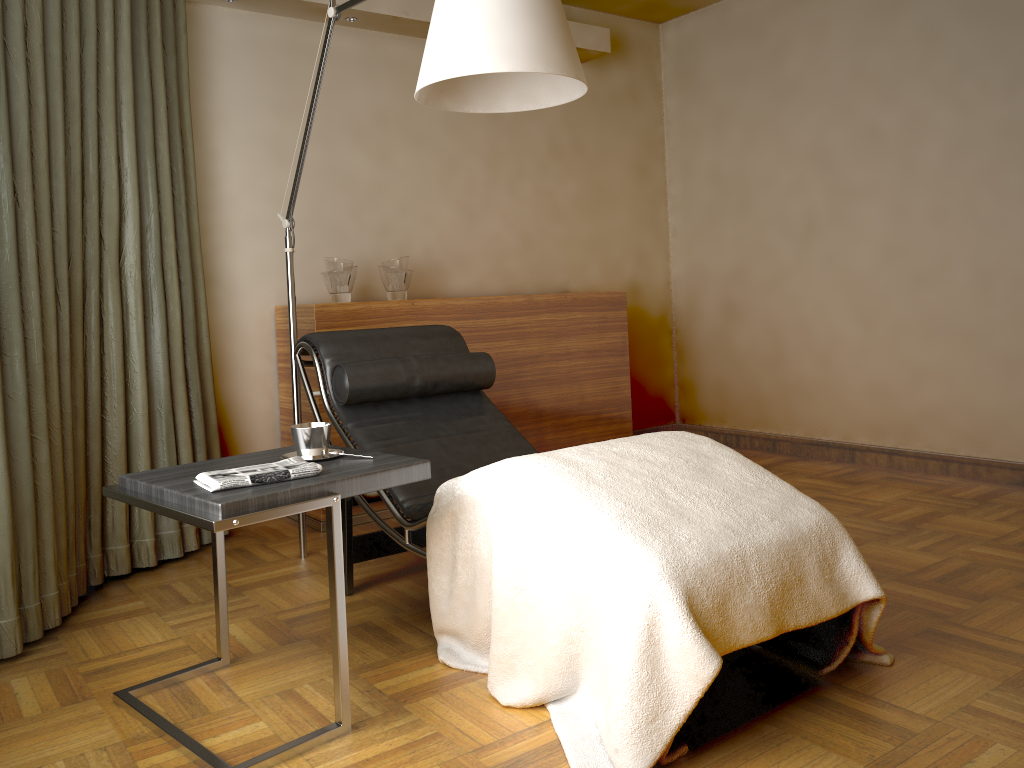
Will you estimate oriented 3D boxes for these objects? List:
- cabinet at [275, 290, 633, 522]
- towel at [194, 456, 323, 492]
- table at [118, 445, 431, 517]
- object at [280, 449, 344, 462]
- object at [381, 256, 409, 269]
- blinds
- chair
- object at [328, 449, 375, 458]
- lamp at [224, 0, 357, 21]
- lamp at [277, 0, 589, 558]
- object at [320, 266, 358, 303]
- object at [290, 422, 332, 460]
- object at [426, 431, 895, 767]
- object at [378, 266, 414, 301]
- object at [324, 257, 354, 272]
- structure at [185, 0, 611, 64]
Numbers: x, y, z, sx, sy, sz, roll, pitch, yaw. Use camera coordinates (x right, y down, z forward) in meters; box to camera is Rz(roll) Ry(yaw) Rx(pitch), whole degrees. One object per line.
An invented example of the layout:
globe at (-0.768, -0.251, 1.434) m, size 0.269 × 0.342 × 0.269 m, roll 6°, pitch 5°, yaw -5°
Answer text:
cabinet at (-0.202, 0.027, 4.124) m, size 1.679 × 0.861 × 0.415 m, roll -6°, pitch 3°, yaw -36°
towel at (-0.549, 0.194, 1.904) m, size 0.241 × 0.035 × 0.179 m, roll -6°, pitch 6°, yaw -32°
table at (-0.544, 0.214, 2.029) m, size 0.520 × 0.045 × 0.499 m, roll -8°, pitch 8°, yaw -44°
object at (-0.481, 0.174, 2.130) m, size 0.150 × 0.009 × 0.150 m, roll -6°, pitch 6°, yaw -30°
object at (-0.507, -0.482, 3.863) m, size 0.122 × 0.150 × 0.123 m, roll -1°, pitch 3°, yaw 34°
blinds at (-1.376, -0.560, 2.698) m, size 0.224 × 2.449 × 1.537 m, roll -3°, pitch 2°, yaw 9°
chair at (-0.009, 0.238, 2.521) m, size 0.637 × 0.796 × 1.789 m, roll -4°, pitch 5°, yaw -36°
object at (-0.384, 0.165, 2.102) m, size 0.123 × 0.019 × 0.029 m, roll 0°, pitch 4°, yaw 23°
lamp at (-0.712, -1.645, 3.956) m, size 1.161 × 0.028 × 0.050 m, roll -7°, pitch 6°, yaw -36°
lamp at (-0.263, -0.309, 2.699) m, size 0.452 × 1.964 × 1.414 m, roll -3°, pitch 2°, yaw -32°
object at (-0.722, -0.418, 3.706) m, size 0.155 × 0.154 × 0.156 m, roll -2°, pitch 3°, yaw 11°
object at (-0.486, 0.138, 2.135) m, size 0.098 × 0.078 × 0.111 m, roll -5°, pitch 4°, yaw -34°
object at (0.296, 0.415, 2.086) m, size 0.920 × 0.519 × 0.909 m, roll -6°, pitch 5°, yaw -36°
object at (-0.506, -0.443, 3.863) m, size 0.156 × 0.154 × 0.156 m, roll 0°, pitch 4°, yaw 44°
object at (-0.724, -0.457, 3.705) m, size 0.122 × 0.150 × 0.123 m, roll -1°, pitch 3°, yaw 36°
structure at (-0.435, -1.732, 4.173) m, size 2.186 × 0.130 × 0.273 m, roll -7°, pitch 6°, yaw -36°
